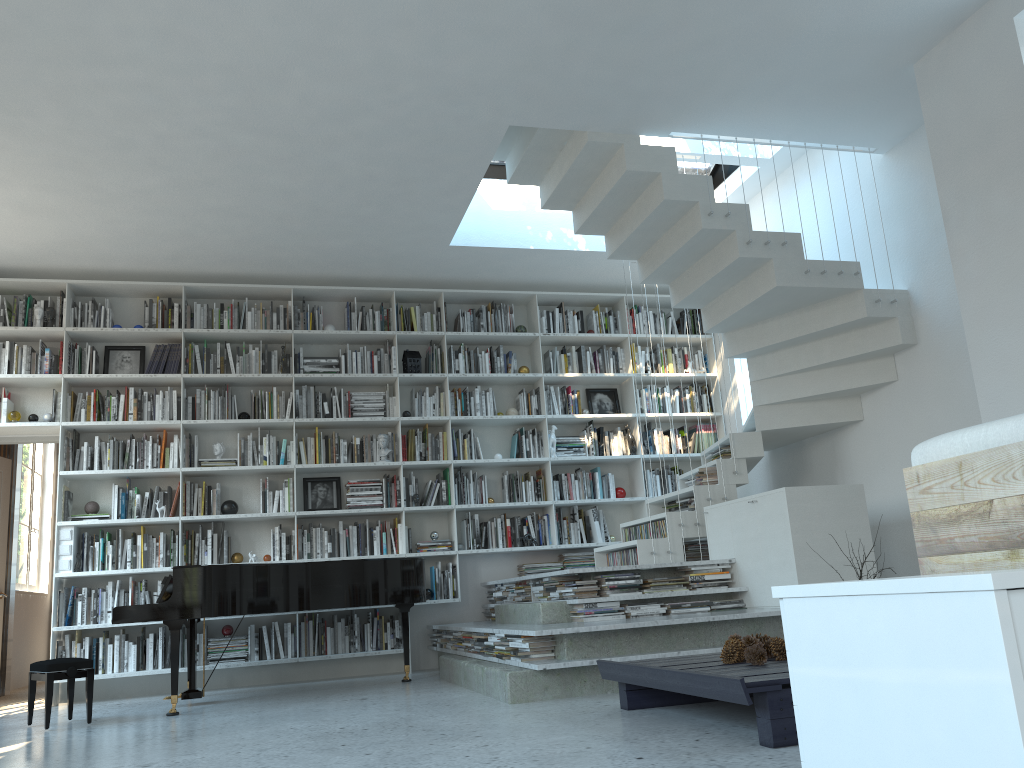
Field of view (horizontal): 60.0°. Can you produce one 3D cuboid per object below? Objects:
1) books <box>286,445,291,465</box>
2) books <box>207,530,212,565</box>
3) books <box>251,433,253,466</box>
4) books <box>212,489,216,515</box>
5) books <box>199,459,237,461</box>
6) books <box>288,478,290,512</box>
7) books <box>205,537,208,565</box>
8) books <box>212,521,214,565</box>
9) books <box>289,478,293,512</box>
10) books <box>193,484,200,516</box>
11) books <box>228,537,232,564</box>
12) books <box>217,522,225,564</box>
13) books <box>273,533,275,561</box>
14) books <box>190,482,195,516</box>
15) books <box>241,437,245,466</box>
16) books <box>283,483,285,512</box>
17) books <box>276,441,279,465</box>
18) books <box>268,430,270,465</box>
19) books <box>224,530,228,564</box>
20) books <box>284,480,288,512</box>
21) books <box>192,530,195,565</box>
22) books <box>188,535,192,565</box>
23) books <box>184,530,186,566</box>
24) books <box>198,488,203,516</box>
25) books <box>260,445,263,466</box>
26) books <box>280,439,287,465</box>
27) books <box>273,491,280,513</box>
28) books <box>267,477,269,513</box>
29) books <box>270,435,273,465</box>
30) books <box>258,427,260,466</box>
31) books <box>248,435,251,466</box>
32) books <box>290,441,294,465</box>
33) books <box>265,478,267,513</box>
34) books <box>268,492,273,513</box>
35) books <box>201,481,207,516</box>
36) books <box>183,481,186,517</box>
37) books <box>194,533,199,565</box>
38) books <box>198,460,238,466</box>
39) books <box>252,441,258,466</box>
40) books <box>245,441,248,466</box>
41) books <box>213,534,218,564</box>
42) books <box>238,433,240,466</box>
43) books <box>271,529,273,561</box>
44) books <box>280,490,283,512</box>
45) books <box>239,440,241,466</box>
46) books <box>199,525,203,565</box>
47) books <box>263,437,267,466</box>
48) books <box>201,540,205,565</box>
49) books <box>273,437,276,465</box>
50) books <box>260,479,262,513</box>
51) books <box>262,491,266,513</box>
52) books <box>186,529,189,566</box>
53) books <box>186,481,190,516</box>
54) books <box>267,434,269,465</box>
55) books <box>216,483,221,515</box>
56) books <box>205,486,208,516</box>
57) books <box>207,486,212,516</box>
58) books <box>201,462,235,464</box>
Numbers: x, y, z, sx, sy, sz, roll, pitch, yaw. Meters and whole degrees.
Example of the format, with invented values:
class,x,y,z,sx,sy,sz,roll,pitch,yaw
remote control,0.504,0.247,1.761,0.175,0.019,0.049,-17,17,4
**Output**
class,x,y,z,sx,sy,sz,roll,pitch,yaw
books,-1.801,0.597,7.146,0.027,0.180,0.142,0,-14,-16
books,-2.320,1.264,6.815,0.027,0.268,0.185,0,-14,-16
books,-2.074,0.543,7.064,0.012,0.285,0.168,0,-14,-16
books,-2.313,0.935,6.902,0.028,0.215,0.175,0,-14,-16
books,-2.317,0.609,6.990,0.285,0.012,0.160,1,-14,-20
books,-1.777,0.901,7.055,0.011,0.278,0.188,0,-14,-16
books,-2.343,1.291,6.806,0.021,0.214,0.172,0,-14,-16
books,-2.310,1.236,6.852,0.013,0.338,0.138,0,-14,-16
books,-1.762,0.900,7.062,0.021,0.281,0.162,0,-14,-16
books,-2.447,0.914,6.874,0.036,0.262,0.167,0,-14,-16
books,-2.185,1.295,6.861,0.023,0.211,0.160,0,-14,-16
books,-2.246,1.236,6.845,0.050,0.327,0.167,0,-14,-16
books,-1.869,1.289,6.959,0.015,0.225,0.148,0,-14,-16
books,-2.479,0.910,6.874,0.026,0.274,0.155,0,-14,-16
books,-2.137,0.562,7.039,0.030,0.246,0.174,0,-14,-16
books,-1.813,0.919,7.043,0.012,0.244,0.171,0,-14,-16
books,-1.887,0.581,7.132,0.026,0.218,0.150,0,-14,-16
books,-1.946,0.536,7.104,0.011,0.300,0.179,0,-14,-16
books,-2.206,1.267,6.846,0.027,0.260,0.164,0,-14,-16
books,-1.797,0.908,7.057,0.027,0.269,0.178,0,-14,-16
books,-2.436,1.262,6.779,0.012,0.272,0.181,0,-14,-16
books,-2.457,1.280,6.777,0.030,0.238,0.157,0,-14,-16
books,-2.495,1.266,6.783,0.013,0.275,0.147,0,-14,-16
books,-2.417,0.932,6.882,0.025,0.227,0.153,0,-14,-16
books,-2.003,0.595,7.095,0.025,0.189,0.140,0,-14,-16
books,-1.840,0.571,7.123,0.060,0.227,0.179,0,-14,-16
books,-1.869,0.947,7.027,0.057,0.188,0.156,0,-14,-16
books,-1.937,0.897,7.029,0.012,0.297,0.166,0,-14,-16
books,-1.928,0.556,7.105,0.023,0.259,0.171,0,-14,-16
books,-2.021,0.524,7.092,0.010,0.328,0.174,0,-14,-16
books,-2.093,0.555,7.068,0.022,0.266,0.151,0,-14,-16
books,-1.777,0.580,7.160,0.026,0.216,0.126,0,-14,-16
books,-1.949,0.901,7.029,0.011,0.291,0.156,0,-14,-16
books,-1.915,0.954,7.028,0.030,0.182,0.155,0,-14,-16
books,-2.388,0.904,6.875,0.026,0.273,0.190,0,-14,-16
books,-2.534,0.907,6.864,0.012,0.284,0.160,0,-14,-16
books,-2.411,1.276,6.791,0.042,0.247,0.163,0,-14,-16
books,-2.317,0.621,6.991,0.285,0.012,0.160,-1,-14,-14
books,-2.047,0.577,7.080,0.048,0.224,0.150,0,-14,-16
books,-2.118,0.579,7.071,0.024,0.226,0.138,0,-14,-16
books,-2.285,1.282,6.839,0.029,0.240,0.136,0,-14,-16
books,-2.169,0.545,7.040,0.012,0.284,0.160,0,-14,-16
books,-1.881,1.273,6.951,0.012,0.253,0.161,0,-14,-16
books,-1.832,0.949,7.042,0.024,0.187,0.173,0,-14,-16
books,-2.160,0.574,7.049,0.010,0.231,0.155,0,-14,-16
books,-2.386,1.244,6.805,0.014,0.312,0.166,0,-14,-16
books,-1.974,0.563,7.091,0.028,0.246,0.170,0,-14,-16
books,-2.365,1.302,6.801,0.024,0.195,0.157,0,-14,-16
books,-1.911,0.563,7.129,0.022,0.255,0.152,0,-14,-16
books,-1.982,0.902,7.011,0.012,0.284,0.160,0,-14,-16
books,-1.960,0.949,7.001,0.025,0.185,0.154,0,-14,-16
books,-2.480,1.260,6.779,0.013,0.282,0.147,0,-14,-16
books,-2.502,0.905,6.864,0.025,0.284,0.146,0,-14,-16
books,-1.953,0.551,7.089,0.012,0.265,0.193,0,-14,-16
books,-2.291,0.915,6.929,0.028,0.265,0.145,0,-14,-16
books,-2.373,0.924,6.896,0.014,0.243,0.153,0,-14,-16
books,-2.357,0.926,6.917,0.028,0.247,0.143,0,-14,-16
books,-2.316,0.633,6.987,0.254,0.012,0.161,1,-14,-19
